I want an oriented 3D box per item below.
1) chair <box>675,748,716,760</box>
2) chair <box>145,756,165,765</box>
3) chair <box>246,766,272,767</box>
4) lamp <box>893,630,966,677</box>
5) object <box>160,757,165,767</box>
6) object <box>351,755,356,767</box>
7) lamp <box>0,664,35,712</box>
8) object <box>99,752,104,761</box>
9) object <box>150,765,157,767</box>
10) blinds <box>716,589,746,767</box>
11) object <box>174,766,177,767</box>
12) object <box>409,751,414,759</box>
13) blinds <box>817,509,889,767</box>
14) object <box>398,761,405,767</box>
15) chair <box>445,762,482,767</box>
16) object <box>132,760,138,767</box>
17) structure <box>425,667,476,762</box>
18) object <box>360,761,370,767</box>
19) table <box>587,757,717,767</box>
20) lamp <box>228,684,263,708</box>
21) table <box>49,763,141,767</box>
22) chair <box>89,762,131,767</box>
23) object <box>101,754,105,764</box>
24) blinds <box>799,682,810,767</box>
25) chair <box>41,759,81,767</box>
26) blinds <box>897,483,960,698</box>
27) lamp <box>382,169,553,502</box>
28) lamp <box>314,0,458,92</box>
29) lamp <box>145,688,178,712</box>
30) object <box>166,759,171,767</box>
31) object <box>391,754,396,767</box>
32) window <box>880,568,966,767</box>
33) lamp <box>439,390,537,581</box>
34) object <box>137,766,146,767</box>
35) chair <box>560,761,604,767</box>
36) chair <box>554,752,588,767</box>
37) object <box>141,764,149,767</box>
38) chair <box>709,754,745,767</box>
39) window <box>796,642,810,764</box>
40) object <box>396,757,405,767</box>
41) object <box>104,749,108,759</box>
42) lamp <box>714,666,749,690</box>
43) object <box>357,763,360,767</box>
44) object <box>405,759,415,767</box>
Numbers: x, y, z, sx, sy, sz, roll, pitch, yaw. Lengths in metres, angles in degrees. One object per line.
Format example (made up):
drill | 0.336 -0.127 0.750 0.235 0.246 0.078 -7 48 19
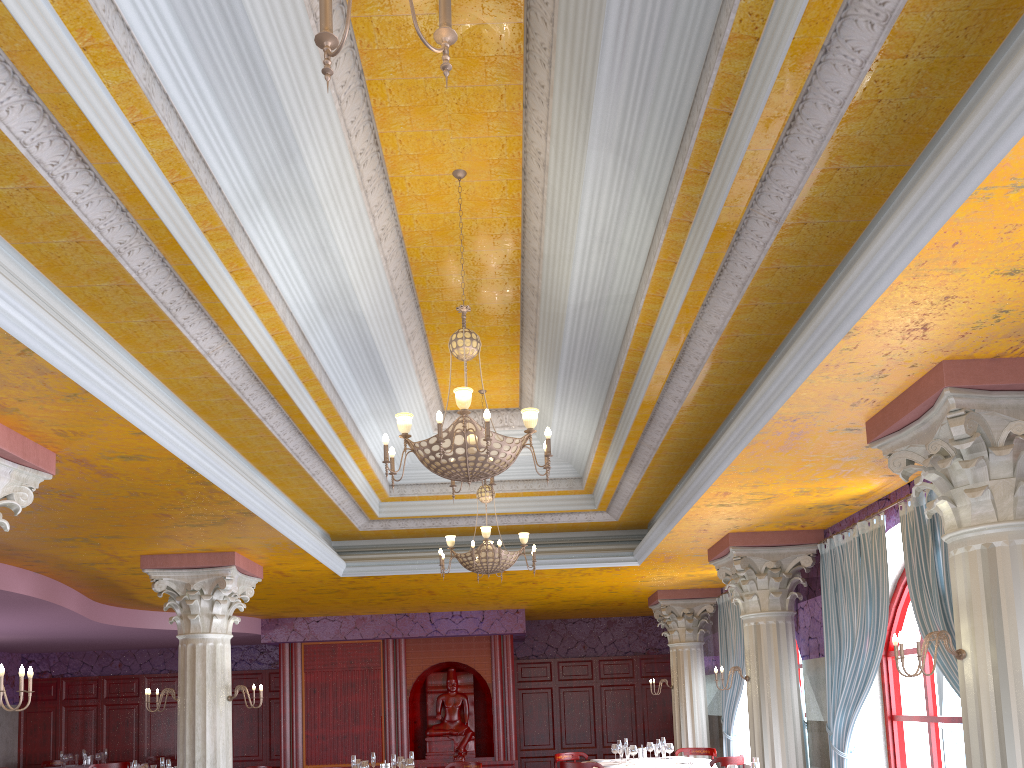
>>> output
chair | 2.742 6.073 12.971 0.657 1.049 0.770 8 -15 -44
chair | -7.400 8.121 17.394 0.657 1.049 0.770 8 -15 -44
chair | -3.865 6.173 12.559 0.657 1.049 0.770 8 -15 -44
lamp | 2.486 1.616 5.132 0.381 0.262 0.359 1 -16 -12
object | -4.938 5.443 12.098 0.075 0.323 0.075 -7 -9 36
object | -1.971 4.794 10.670 0.075 0.323 0.075 -7 -9 36
lamp | -3.057 1.789 5.027 0.381 0.262 0.359 1 -16 -12
object | -8.117 7.419 16.949 0.124 0.254 0.125 -9 -11 35
object | -5.021 5.457 11.997 0.086 0.228 0.089 1 -9 -20
blinds | 3.435 4.873 13.106 0.245 3.385 1.778 -2 -9 1
object | -4.492 5.256 11.513 0.087 0.228 0.088 -6 -9 24
object | -1.290 4.902 11.029 0.075 0.323 0.075 -7 -9 36
blinds | 3.416 3.122 8.433 0.245 3.385 1.778 -2 -9 1
object | -1.364 4.794 10.602 0.087 0.228 0.088 -6 -9 24
chair | -0.737 5.711 11.648 0.657 1.049 0.770 8 -15 -44
object | -5.099 5.255 11.581 0.075 0.323 0.075 -7 -9 36
structure | -1.214 6.361 16.497 0.964 1.778 0.666 -2 -8 0
object | -1.804 4.755 10.488 0.122 0.254 0.127 -1 -9 -9
table | 1.873 5.835 12.107 2.078 0.914 2.215 -2 -18 0
lamp | -3.039 3.569 9.777 0.381 0.262 0.359 1 -16 -12
table | -8.269 7.882 16.530 2.078 0.914 2.215 -2 -18 0
chair | -7.407 7.475 15.671 0.664 1.049 0.762 -12 -15 44
object | -8.048 7.394 16.854 0.086 0.228 0.089 1 -9 -20
blinds | 3.427 4.124 11.108 0.244 3.385 1.779 -2 -9 -2
chair | -9.131 8.187 17.393 0.664 1.049 0.762 -12 -15 44
blinds | 3.409 2.374 6.435 0.244 3.385 1.779 -2 -9 -2
lamp | -0.310 -0.385 5.538 0.974 2.094 0.983 7 -13 -45
lamp | -0.325 -1.876 1.557 0.974 2.094 0.983 7 -13 -45
lamp | -3.993 3.627 9.834 0.381 0.262 0.359 1 -16 -12
object | -4.580 5.176 11.422 0.075 0.323 0.075 -7 -9 36
object | -1.452 4.714 10.511 0.075 0.323 0.075 -7 -9 36
window | 4.040 2.407 7.449 0.160 2.431 3.769 -2 -16 -1
lamp | -0.295 1.082 9.454 0.974 2.094 0.983 7 -13 -45
object | -4.932 5.216 11.398 0.123 0.254 0.127 -4 -9 13
chair | 1.005 5.494 11.248 0.657 1.049 0.770 8 -15 -44
chair | 1.011 6.140 12.971 0.664 1.049 0.762 -12 -15 44
object | -5.116 5.422 11.929 0.123 0.254 0.127 -4 -9 13
chair | 2.736 5.428 11.248 0.664 1.049 0.762 -12 -15 44
window | 4.058 4.180 12.182 0.160 2.431 3.769 -2 -16 -1
object | -1.454 5.010 11.204 0.122 0.254 0.127 -1 -9 -9
object | -7.953 7.311 16.774 0.074 0.323 0.076 -1 -7 -9
lamp | 2.504 3.378 9.835 0.381 0.262 0.359 1 -16 -12
object | -1.873 4.805 10.580 0.086 0.228 0.089 1 -9 -20
object | -1.270 4.804 10.673 0.122 0.254 0.127 -1 -9 -9
